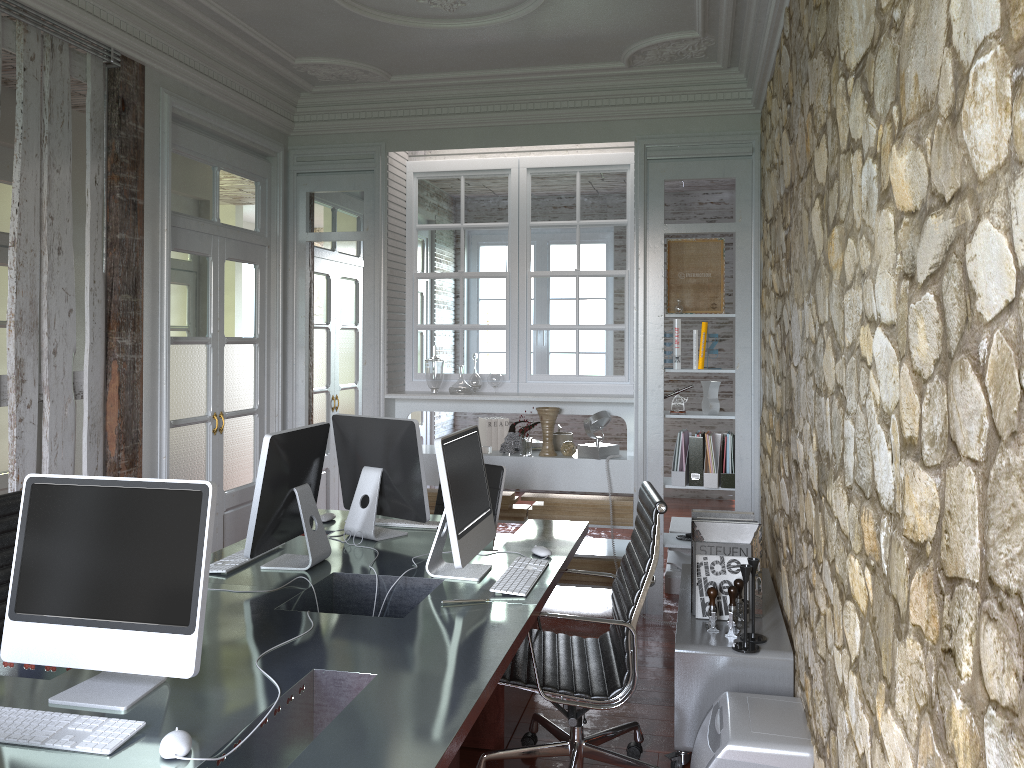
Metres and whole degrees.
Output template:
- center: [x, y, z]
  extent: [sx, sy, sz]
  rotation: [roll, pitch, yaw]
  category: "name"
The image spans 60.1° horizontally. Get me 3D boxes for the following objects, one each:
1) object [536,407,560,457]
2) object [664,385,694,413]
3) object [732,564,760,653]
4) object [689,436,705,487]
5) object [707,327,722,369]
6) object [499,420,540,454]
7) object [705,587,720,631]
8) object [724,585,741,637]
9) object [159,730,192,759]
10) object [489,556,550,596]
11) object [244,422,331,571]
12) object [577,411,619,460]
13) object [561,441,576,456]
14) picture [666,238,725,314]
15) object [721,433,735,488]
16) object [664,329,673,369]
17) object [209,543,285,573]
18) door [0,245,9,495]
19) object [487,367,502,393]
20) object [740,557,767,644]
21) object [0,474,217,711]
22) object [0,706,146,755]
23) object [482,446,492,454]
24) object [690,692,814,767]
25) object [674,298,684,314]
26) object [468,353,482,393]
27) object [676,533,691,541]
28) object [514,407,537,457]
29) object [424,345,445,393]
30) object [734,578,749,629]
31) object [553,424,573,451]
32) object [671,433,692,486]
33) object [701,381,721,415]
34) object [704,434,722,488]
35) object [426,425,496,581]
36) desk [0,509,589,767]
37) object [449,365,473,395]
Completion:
- center: [0.211, 0.279, 5.195]
  extent: [0.143, 0.279, 0.143]
  rotation: [0, 0, 26]
  category: "object"
- center: [0.938, 0.081, 5.044]
  extent: [0.177, 0.161, 0.092]
  rotation: [1, 1, 40]
  category: "object"
- center: [0.815, 0.778, 3.086]
  extent: [0.095, 0.289, 0.095]
  rotation: [0, 0, 8]
  category: "object"
- center: [1.064, 0.429, 5.072]
  extent: [0.078, 0.278, 0.245]
  rotation: [0, 1, 17]
  category: "object"
- center: [1.162, -0.211, 5.081]
  extent: [0.078, 0.249, 0.115]
  rotation: [0, 0, 12]
  category: "object"
- center: [0.047, 0.321, 5.353]
  extent: [0.158, 0.179, 0.383]
  rotation: [1, 2, 38]
  category: "object"
- center: [0.748, 0.835, 3.306]
  extent: [0.048, 0.153, 0.088]
  rotation: [0, 0, 7]
  category: "object"
- center: [0.809, 0.827, 3.245]
  extent: [0.048, 0.175, 0.088]
  rotation: [0, 0, 23]
  category: "object"
- center: [-0.654, 0.696, 1.723]
  extent: [0.059, 0.028, 0.106]
  rotation: [-1, 3, -19]
  category: "object"
- center: [0.032, 0.642, 2.975]
  extent: [0.118, 0.017, 0.439]
  rotation: [1, 3, 12]
  category: "object"
- center: [-0.765, 0.397, 3.148]
  extent: [0.189, 0.485, 0.484]
  rotation: [0, 1, 12]
  category: "object"
- center: [0.499, 0.288, 5.138]
  extent: [0.188, 0.272, 0.166]
  rotation: [0, 1, -43]
  category: "object"
- center: [0.329, 0.376, 5.175]
  extent: [0.091, 0.087, 0.093]
  rotation: [-1, 2, -41]
  category: "object"
- center: [1.049, -0.613, 5.061]
  extent: [0.326, 0.435, 0.009]
  rotation: [0, 0, 12]
  category: "picture"
- center: [1.228, 0.432, 5.015]
  extent: [0.078, 0.278, 0.239]
  rotation: [0, 1, 16]
  category: "object"
- center: [0.900, -0.215, 5.137]
  extent: [0.078, 0.249, 0.115]
  rotation: [0, 0, 12]
  category: "object"
- center: [-0.978, 0.628, 3.219]
  extent: [0.118, 0.017, 0.439]
  rotation: [1, 3, 12]
  category: "object"
- center: [-3.089, 0.228, 5.006]
  extent: [0.041, 2.086, 1.077]
  rotation: [0, 0, 12]
  category: "door"
- center: [-0.106, -0.012, 5.432]
  extent: [0.094, 0.188, 0.094]
  rotation: [0, 0, -13]
  category: "object"
- center: [0.867, 0.773, 3.182]
  extent: [0.095, 0.289, 0.095]
  rotation: [0, 0, -28]
  category: "object"
- center: [-0.900, 0.454, 2.012]
  extent: [0.484, 0.485, 0.189]
  rotation: [0, 0, 12]
  category: "object"
- center: [-0.973, 0.697, 1.799]
  extent: [0.439, 0.017, 0.119]
  rotation: [1, 3, 12]
  category: "object"
- center: [-0.151, 0.391, 5.225]
  extent: [0.066, 0.041, 0.066]
  rotation: [-1, 2, -30]
  category: "object"
- center: [0.727, 1.204, 2.747]
  extent: [0.362, 0.387, 0.400]
  rotation: [0, 1, 12]
  category: "object"
- center: [0.941, -0.439, 4.996]
  extent: [0.056, 0.090, 0.056]
  rotation: [0, 1, 15]
  category: "object"
- center: [-0.227, -0.054, 5.412]
  extent: [0.088, 0.271, 0.088]
  rotation: [0, 0, 7]
  category: "object"
- center: [1.115, 0.881, 5.091]
  extent: [0.238, 0.040, 0.293]
  rotation: [-2, 3, -32]
  category: "object"
- center: [0.091, 0.276, 5.171]
  extent: [0.128, 0.287, 0.128]
  rotation: [0, 0, -21]
  category: "object"
- center: [-0.474, -0.078, 5.426]
  extent: [0.129, 0.315, 0.129]
  rotation: [0, 0, 37]
  category: "object"
- center: [0.856, 0.822, 3.339]
  extent: [0.048, 0.175, 0.088]
  rotation: [0, 0, -14]
  category: "object"
- center: [0.296, 0.331, 5.432]
  extent: [0.159, 0.153, 0.216]
  rotation: [0, 2, -3]
  category: "object"
- center: [0.974, 0.428, 5.078]
  extent: [0.078, 0.278, 0.239]
  rotation: [0, 1, 20]
  category: "object"
- center: [1.129, 0.079, 5.031]
  extent: [0.063, 0.188, 0.126]
  rotation: [0, 1, -15]
  category: "object"
- center: [1.138, 0.432, 5.018]
  extent: [0.078, 0.278, 0.239]
  rotation: [0, 1, 18]
  category: "object"
- center: [-0.179, 0.404, 3.048]
  extent: [0.189, 0.485, 0.484]
  rotation: [0, 1, 12]
  category: "object"
- center: [-0.562, 1.021, 2.806]
  extent: [1.300, 0.727, 2.509]
  rotation: [1, 3, 12]
  category: "desk"
- center: [-0.305, -0.013, 5.306]
  extent: [0.148, 0.200, 0.148]
  rotation: [0, 1, -5]
  category: "object"
